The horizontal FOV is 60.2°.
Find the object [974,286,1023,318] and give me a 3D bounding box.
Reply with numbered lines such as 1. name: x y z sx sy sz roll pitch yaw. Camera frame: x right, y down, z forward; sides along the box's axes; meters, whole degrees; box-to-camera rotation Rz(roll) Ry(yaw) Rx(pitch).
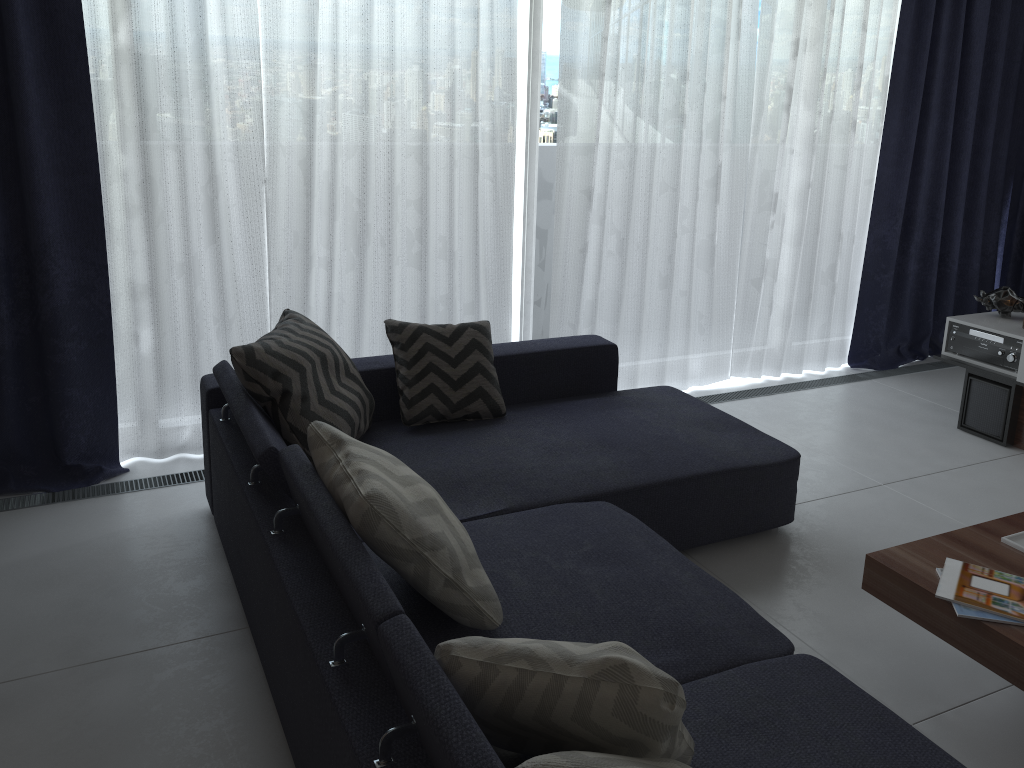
1. object: 2.416 -0.399 4.290 0.312 0.147 0.140 8 17 20

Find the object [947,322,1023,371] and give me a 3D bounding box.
1. object: 2.348 -0.190 4.185 0.370 0.147 0.376 -7 19 -25

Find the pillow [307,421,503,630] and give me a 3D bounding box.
1. pillow: -0.257 0.321 2.056 0.344 0.380 0.504 -6 18 -25

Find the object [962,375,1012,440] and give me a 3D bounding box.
1. object: 2.289 0.098 4.118 0.255 0.246 0.217 -6 17 -25

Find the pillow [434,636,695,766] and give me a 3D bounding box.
1. pillow: 0.095 0.543 1.494 0.419 0.344 0.286 6 16 16

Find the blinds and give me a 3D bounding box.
1. blinds: 1.249 -0.400 1.615 7.152 2.715 5.916 -5 18 -22

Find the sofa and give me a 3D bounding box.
1. sofa: 0.374 0.465 2.298 1.905 0.595 2.928 -7 19 -25

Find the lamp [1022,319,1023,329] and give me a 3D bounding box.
1. lamp: 2.385 -0.342 4.015 0.077 0.206 0.156 7 16 21

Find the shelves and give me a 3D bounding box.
1. shelves: 2.948 0.216 3.464 0.875 0.489 2.395 -6 19 -25

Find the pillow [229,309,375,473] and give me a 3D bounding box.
1. pillow: -0.663 0.065 2.873 0.355 0.507 0.611 3 16 4

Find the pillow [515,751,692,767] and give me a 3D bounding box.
1. pillow: 0.243 0.630 1.259 0.418 0.288 0.336 10 18 25

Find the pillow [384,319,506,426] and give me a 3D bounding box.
1. pillow: -0.237 -0.053 3.244 0.416 0.337 0.292 -5 16 -21

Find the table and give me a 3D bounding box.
1. table: 1.448 0.671 2.158 0.808 0.345 0.816 -7 19 -25
